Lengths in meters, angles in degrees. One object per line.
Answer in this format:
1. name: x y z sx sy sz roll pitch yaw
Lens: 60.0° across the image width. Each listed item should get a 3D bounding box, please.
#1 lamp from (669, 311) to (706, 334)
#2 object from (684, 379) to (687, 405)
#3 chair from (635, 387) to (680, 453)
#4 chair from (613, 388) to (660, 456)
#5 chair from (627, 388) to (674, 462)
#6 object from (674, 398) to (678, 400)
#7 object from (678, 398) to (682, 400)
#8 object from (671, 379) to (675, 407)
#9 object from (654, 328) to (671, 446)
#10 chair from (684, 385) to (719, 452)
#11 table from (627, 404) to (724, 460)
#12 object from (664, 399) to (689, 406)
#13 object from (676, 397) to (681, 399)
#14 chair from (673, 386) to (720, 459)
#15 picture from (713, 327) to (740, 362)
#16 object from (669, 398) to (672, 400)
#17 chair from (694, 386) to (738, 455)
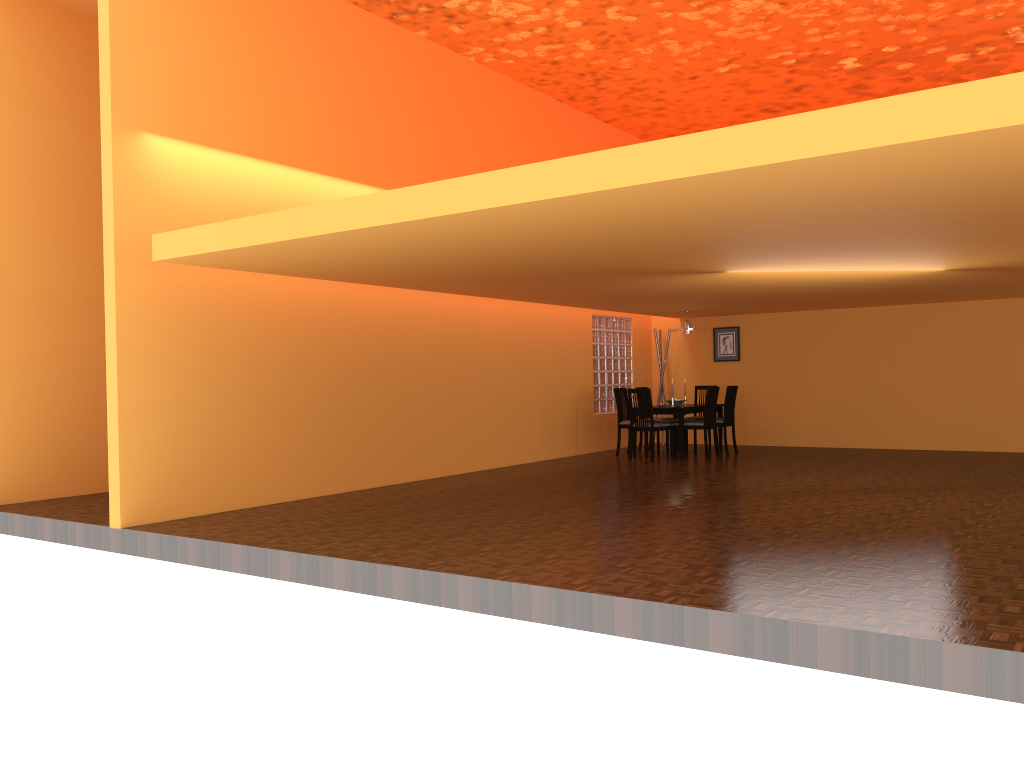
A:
1. lamp: 2.119 -0.749 10.706 0.435 0.274 0.435 -1 0 -33
2. object: 2.079 0.091 10.652 0.044 0.326 0.044 -1 0 23
3. chair: 1.791 0.438 10.927 0.465 0.809 0.373 -1 0 35
4. chair: 1.462 0.447 10.453 0.465 0.809 0.373 -1 0 35
5. chair: 1.526 0.448 9.870 0.373 0.809 0.465 -1 0 40
6. object: 1.908 0.188 10.326 0.046 0.046 0.055 -1 0 18
7. object: 1.981 0.199 10.405 0.055 0.070 0.066 -1 0 16
8. object: 1.839 0.098 10.159 0.044 0.326 0.044 -1 0 23
9. object: 2.043 0.041 12.008 0.226 1.589 0.308 -1 0 -33
10. chair: 2.367 0.426 11.067 0.373 0.809 0.465 -1 0 30
11. table: 1.964 0.549 10.449 0.697 0.584 1.259 -1 0 35
12. object: 1.923 0.222 10.421 0.337 0.072 0.337 -1 0 1
13. object: 1.962 0.186 10.482 0.069 0.066 0.069 -1 0 45
14. chair: 2.091 0.436 10.015 0.465 0.809 0.373 -1 0 35
15. picture: 2.842 -0.525 11.747 0.361 0.456 0.014 -1 0 35
16. object: 1.883 0.208 10.416 0.089 0.076 0.087 -1 0 41
17. chair: 2.420 0.427 10.489 0.465 0.809 0.373 -1 0 35
